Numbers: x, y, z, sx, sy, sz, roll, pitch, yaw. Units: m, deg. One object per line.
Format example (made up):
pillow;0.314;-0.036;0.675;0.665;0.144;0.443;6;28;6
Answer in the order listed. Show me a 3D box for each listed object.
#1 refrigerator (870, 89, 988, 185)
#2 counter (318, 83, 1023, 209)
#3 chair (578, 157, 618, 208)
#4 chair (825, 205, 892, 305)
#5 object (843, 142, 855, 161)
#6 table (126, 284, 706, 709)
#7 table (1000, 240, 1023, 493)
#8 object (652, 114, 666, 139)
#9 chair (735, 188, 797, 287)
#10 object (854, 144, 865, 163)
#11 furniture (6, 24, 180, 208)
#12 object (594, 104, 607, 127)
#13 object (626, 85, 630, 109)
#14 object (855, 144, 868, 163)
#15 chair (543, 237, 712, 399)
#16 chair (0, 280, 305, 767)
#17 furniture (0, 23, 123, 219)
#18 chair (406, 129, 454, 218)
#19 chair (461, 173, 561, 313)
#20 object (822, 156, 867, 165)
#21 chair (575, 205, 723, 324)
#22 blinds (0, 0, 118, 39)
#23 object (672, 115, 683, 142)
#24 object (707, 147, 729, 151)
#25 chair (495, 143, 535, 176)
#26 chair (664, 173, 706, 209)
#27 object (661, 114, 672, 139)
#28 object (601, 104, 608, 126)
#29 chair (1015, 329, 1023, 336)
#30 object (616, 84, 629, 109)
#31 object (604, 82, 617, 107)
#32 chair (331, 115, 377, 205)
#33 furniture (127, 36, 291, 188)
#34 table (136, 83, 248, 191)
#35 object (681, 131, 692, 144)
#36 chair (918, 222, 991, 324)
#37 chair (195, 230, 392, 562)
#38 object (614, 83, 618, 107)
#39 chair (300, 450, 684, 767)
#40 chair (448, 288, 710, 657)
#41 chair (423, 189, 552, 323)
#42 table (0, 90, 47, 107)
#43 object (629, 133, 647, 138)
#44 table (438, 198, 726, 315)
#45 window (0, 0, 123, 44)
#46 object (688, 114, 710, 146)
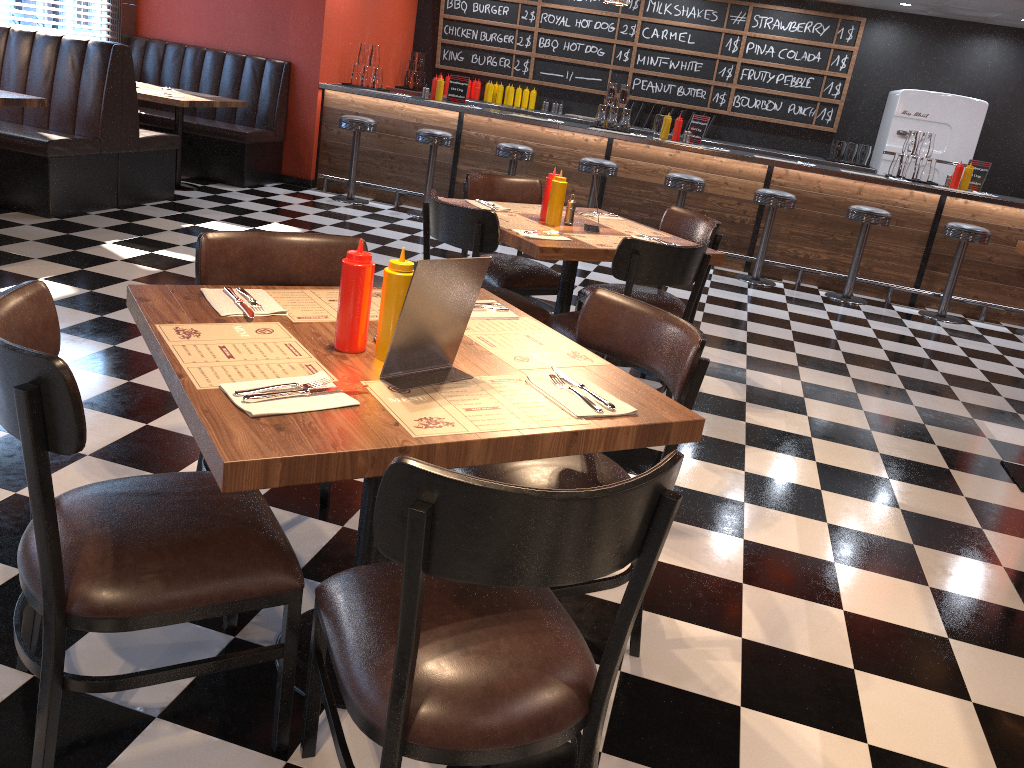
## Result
refrigerator;4.080;-2.030;9.019;0.804;1.781;0.859;13;18;11
counter;1.623;-2.131;7.980;7.053;0.049;0.683;13;20;12
chair;0.697;-1.577;7.750;0.349;0.765;0.352;-4;22;-36
chair;2.852;-1.072;7.298;0.349;0.765;0.352;13;18;11
object;3.547;-2.450;9.362;0.105;0.206;0.106;-2;21;-31
table;-0.312;0.279;2.049;0.957;0.764;0.972;-3;22;-31
table;2.360;0.130;3.340;0.697;0.987;1.710;13;19;11
object;1.325;-2.318;7.986;0.105;0.206;0.106;-2;21;-31
chair;2.134;-1.240;7.448;0.348;0.765;0.352;-2;21;-31
object;3.680;-2.426;9.357;0.105;0.206;0.106;-2;21;-31
furniture;-3.503;-2.111;6.796;1.712;1.140;0.713;13;18;11
object;0.830;-2.486;8.232;0.105;0.206;0.106;-2;21;-31
object;1.043;-2.673;8.232;0.105;0.206;0.106;-2;21;-31
object;3.642;-2.391;9.240;0.105;0.206;0.106;-2;21;-31
chair;0.446;-0.217;3.655;0.487;0.856;0.550;-4;22;-36
chair;-0.728;0.275;1.732;0.545;0.857;0.492;-2;21;-31
furniture;-3.681;-1.906;6.135;1.712;1.140;0.713;13;18;11
chair;-0.741;-1.913;8.052;0.348;0.765;0.353;0;20;-27
chair;-0.010;-0.606;4.547;0.487;0.856;0.550;-4;22;-36
object;3.505;-2.349;9.345;0.438;0.018;0.276;13;20;11
chair;0.653;-0.415;4.307;0.544;0.857;0.493;2;19;-20
blinds;-3.908;-3.621;7.413;0.099;1.614;1.889;13;19;11
object;1.509;-2.332;8.064;0.068;0.235;0.068;17;19;24
object;1.818;-2.060;7.763;0.158;0.019;0.257;19;21;26
chair;-0.022;-1.745;7.901;0.348;0.765;0.353;0;20;-27
chair;1.415;-1.408;7.599;0.348;0.765;0.352;-2;21;-31
object;1.417;-2.365;8.115;0.068;0.235;0.068;17;19;24
object;0.845;-2.521;8.338;0.105;0.206;0.106;-2;21;-31
chair;4.290;-0.735;6.996;0.348;0.765;0.352;-2;21;-31
object;1.020;-2.639;8.126;0.105;0.206;0.106;-2;21;-31
object;0.910;-2.669;8.160;0.105;0.206;0.106;-2;21;-31
chair;-1.459;-2.081;8.202;0.348;0.765;0.352;-2;21;-31
furniture;-3.076;-2.603;8.378;1.712;1.140;0.713;13;18;11
table;-3.314;-2.175;7.630;1.695;0.764;0.967;13;19;11
object;1.582;-2.240;7.992;0.047;0.134;0.095;0;20;-27
chair;3.571;-0.904;7.147;0.349;0.765;0.352;14;18;16
chair;-0.591;0.058;2.409;0.487;0.856;0.551;-3;22;-34
object;0.929;-2.696;8.246;0.105;0.206;0.106;-2;21;-31
chair;-0.069;0.444;1.553;0.486;0.856;0.552;1;19;-23
chair;0.125;0.228;2.253;0.544;0.857;0.492;-1;20;-29
chair;-0.136;-0.348;3.763;0.545;0.856;0.492;-5;22;-37
table;-3.913;-1.486;5.410;1.695;0.764;0.967;13;19;11
object;1.132;-2.229;7.932;0.157;0.019;0.258;12;19;7
table;0.219;-0.352;4.074;0.961;0.764;0.968;-3;22;-31
window;-3.984;-3.618;7.432;0.128;1.692;2.049;13;19;11
object;1.677;-2.306;8.038;0.072;0.254;0.190;-6;23;-40
